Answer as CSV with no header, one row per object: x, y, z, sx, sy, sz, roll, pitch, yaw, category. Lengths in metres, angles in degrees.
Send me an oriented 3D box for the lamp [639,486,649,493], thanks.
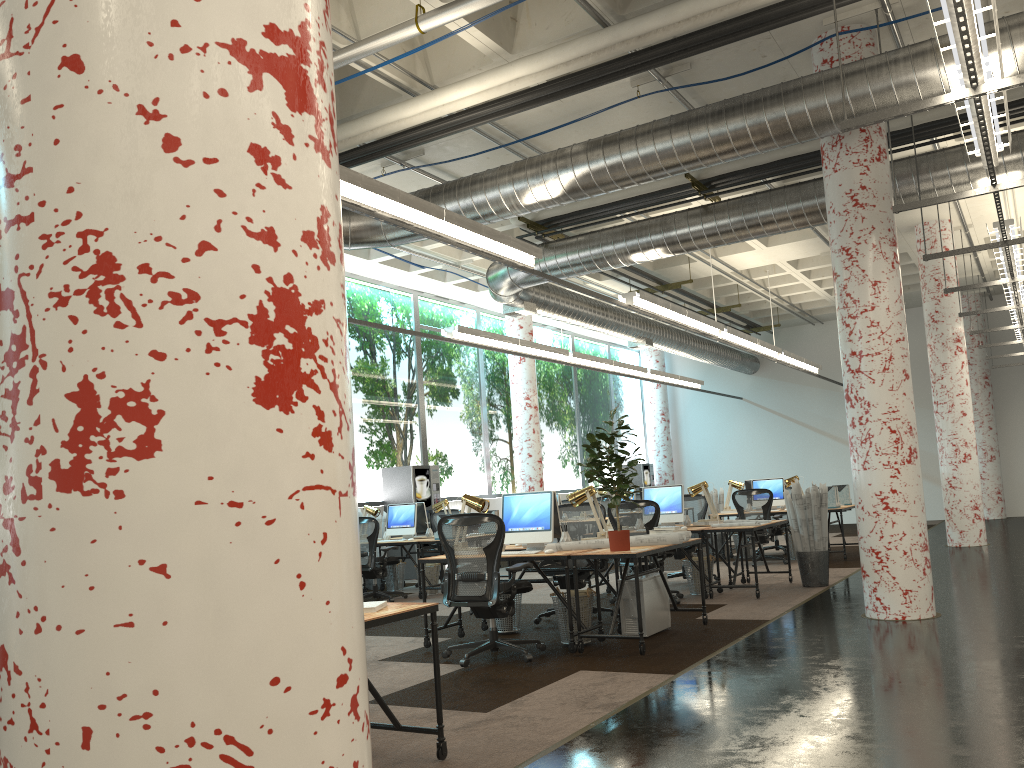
2.882,2.414,18.333,0.219,0.608,0.530,0,-7,-39,lamp

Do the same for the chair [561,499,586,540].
1.056,2.670,16.314,0.771,1.081,0.795,-5,-5,15,chair

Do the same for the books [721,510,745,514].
3.364,1.946,13.494,0.309,0.038,0.226,-8,-8,31,books

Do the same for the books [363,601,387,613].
-0.704,1.039,4.115,0.200,0.023,0.236,-4,-7,4,books

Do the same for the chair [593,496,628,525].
1.956,2.752,17.444,0.771,1.081,0.795,-5,-5,15,chair

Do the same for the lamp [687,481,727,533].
2.291,1.424,10.249,0.209,0.608,0.530,0,-7,-39,lamp

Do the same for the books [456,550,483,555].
-0.351,1.407,7.432,0.309,0.038,0.226,-8,-8,31,books

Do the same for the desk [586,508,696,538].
2.590,2.973,18.123,1.946,0.721,1.404,-8,-8,31,desk

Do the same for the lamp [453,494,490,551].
-0.394,1.233,7.467,0.219,0.608,0.530,0,-7,-39,lamp

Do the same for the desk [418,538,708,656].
0.435,1.724,7.331,1.946,0.721,1.404,-8,-8,31,desk

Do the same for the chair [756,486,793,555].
4.299,2.198,14.362,0.771,1.081,0.795,-5,-5,15,chair

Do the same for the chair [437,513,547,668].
-0.198,1.503,6.652,0.771,1.081,0.795,-5,-5,15,chair

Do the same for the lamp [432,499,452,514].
-0.867,1.884,12.149,0.219,0.608,0.530,0,-7,-39,lamp

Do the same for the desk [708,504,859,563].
4.150,2.262,13.393,1.946,0.721,1.404,-8,-8,31,desk

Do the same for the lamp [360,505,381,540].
-1.984,1.952,12.078,0.209,0.608,0.530,0,-7,-39,lamp

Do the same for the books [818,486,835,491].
4.501,1.623,12.656,0.234,0.309,0.068,-7,-5,31,books

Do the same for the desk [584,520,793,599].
2.003,1.983,10.042,1.946,0.721,1.404,-8,-8,31,desk

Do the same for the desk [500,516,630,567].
0.907,2.735,15.346,1.946,0.721,1.404,-8,-8,31,desk

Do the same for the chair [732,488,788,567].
3.516,2.042,12.715,0.771,1.081,0.795,-5,-5,15,chair

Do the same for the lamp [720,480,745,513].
3.321,1.772,13.529,0.219,0.608,0.530,0,-7,-39,lamp

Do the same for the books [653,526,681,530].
1.300,1.209,7.425,0.185,0.030,0.153,-8,-8,29,books

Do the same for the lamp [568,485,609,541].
0.723,1.165,7.538,0.209,0.608,0.530,0,-7,-39,lamp

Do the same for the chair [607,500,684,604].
1.370,1.762,9.363,0.771,1.081,0.795,-5,-5,15,chair

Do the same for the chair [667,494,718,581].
2.153,1.918,11.010,0.771,1.081,0.795,-5,-5,15,chair

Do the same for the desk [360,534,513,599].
-1.159,2.443,11.939,1.946,0.721,1.404,-8,-8,31,desk

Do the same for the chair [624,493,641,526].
2.739,2.908,19.091,0.771,1.081,0.795,-5,-5,15,chair

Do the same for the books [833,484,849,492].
5.025,1.697,13.520,0.234,0.309,0.068,-7,-5,31,books

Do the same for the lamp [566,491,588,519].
1.198,2.176,15.557,0.219,0.608,0.530,0,-7,-39,lamp

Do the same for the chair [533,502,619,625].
0.584,1.659,8.299,0.771,1.081,0.795,-5,-5,15,chair

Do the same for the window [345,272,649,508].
-3.173,-0.017,12.974,0.050,3.746,26.257,-6,-7,31,window

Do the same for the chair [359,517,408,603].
-1.793,2.222,11.260,0.771,1.081,0.795,-5,-5,15,chair

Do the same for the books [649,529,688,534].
1.311,1.241,7.435,0.193,0.044,0.258,2,-10,-41,books

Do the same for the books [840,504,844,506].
4.836,1.821,13.246,0.200,0.023,0.236,-4,-7,4,books

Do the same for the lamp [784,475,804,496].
4.442,1.704,13.604,0.219,0.608,0.530,0,-7,-39,lamp

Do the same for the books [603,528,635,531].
1.217,1.666,10.143,0.309,0.038,0.226,-8,-8,31,books

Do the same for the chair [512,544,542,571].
0.273,2.514,14.667,0.771,1.081,0.795,-5,-5,15,chair

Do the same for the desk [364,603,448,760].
-1.504,1.464,4.074,1.946,0.721,1.404,-8,-8,31,desk

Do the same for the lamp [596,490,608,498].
1.761,2.482,18.259,0.219,0.608,0.530,0,-7,-39,lamp

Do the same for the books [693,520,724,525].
2.277,1.608,10.261,0.309,0.038,0.226,-8,-8,31,books

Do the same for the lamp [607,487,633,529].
1.178,1.492,10.181,0.209,0.608,0.530,0,-7,-39,lamp

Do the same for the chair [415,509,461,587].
-1.010,2.378,12.907,0.771,1.081,0.795,-5,-5,15,chair
